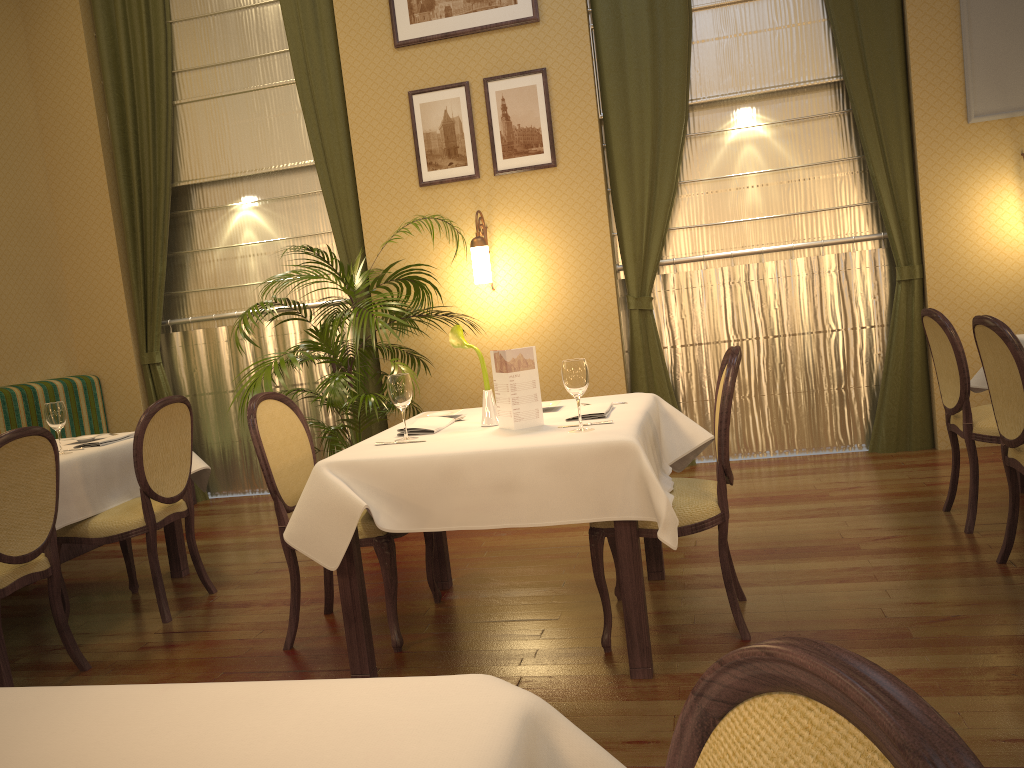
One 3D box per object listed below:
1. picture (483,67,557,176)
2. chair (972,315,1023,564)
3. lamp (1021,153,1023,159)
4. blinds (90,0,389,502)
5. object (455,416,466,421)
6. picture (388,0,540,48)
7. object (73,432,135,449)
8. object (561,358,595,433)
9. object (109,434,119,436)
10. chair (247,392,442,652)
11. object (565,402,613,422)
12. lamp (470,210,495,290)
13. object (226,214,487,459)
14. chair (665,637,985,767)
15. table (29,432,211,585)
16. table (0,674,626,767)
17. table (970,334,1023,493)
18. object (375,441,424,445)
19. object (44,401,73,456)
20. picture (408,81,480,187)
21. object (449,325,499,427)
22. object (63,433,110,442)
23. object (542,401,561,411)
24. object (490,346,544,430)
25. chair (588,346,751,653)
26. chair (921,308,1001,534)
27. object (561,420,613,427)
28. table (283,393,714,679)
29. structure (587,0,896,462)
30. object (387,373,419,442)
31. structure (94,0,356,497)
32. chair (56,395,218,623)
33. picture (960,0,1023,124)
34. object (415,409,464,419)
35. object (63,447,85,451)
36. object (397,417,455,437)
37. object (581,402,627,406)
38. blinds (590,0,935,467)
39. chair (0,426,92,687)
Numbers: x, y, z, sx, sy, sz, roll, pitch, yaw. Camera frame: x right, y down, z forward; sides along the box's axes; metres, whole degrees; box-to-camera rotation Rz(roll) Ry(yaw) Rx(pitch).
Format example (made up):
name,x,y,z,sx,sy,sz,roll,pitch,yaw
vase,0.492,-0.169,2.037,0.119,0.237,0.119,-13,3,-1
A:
name,x,y,z,sx,sy,sz,roll,pitch,yaw
picture,0.049,-1.673,5.673,0.412,0.619,0.022,-5,5,13
chair,1.965,0.205,3.096,0.571,0.955,0.530,-5,5,13
lamp,2.903,-1.146,4.966,0.114,0.513,0.323,-6,5,2
blinds,-1.953,-1.437,6.196,1.934,4.537,0.225,-6,5,12
object,-0.266,0.142,3.453,0.181,0.015,0.038,-5,5,14
picture,-0.358,-2.758,5.629,0.966,1.057,0.027,-5,5,13
object,-1.905,0.265,4.160,0.142,0.024,0.273,-5,5,13
object,0.209,0.036,2.822,0.088,0.229,0.088,-10,6,-29
object,-1.911,0.247,4.384,0.181,0.015,0.038,-5,5,14
chair,-0.646,0.479,3.419,0.571,0.955,0.530,-5,5,13
object,0.281,0.100,3.186,0.142,0.024,0.273,-5,5,13
lamp,-0.200,-0.849,5.664,0.114,0.513,0.323,-6,5,2
object,-0.907,-0.099,5.429,1.496,1.807,1.552,-7,5,-7
chair,-0.002,0.674,0.506,0.571,0.955,0.530,-7,5,-7
table,-2.300,0.733,3.800,1.385,0.759,2.152,-5,5,13
table,-0.512,0.817,0.647,1.389,0.759,1.395,-5,5,14
table,2.757,0.187,3.342,1.385,0.759,2.152,-5,5,13
object,-0.378,0.197,3.015,0.185,0.010,0.017,-5,5,14
object,-1.982,0.195,3.872,0.088,0.229,0.088,-10,6,-29
picture,-0.446,-1.626,5.784,0.412,0.619,0.022,-5,5,13
object,-0.132,-0.034,3.214,0.163,0.375,0.076,-3,6,34
object,-2.066,0.269,4.303,0.160,0.024,0.160,-5,5,13
object,0.105,0.094,3.459,0.160,0.024,0.160,-5,5,13
object,0.005,0.018,3.040,0.166,0.277,0.081,-5,6,19
chair,0.550,0.370,3.098,0.571,0.955,0.530,-5,5,13
chair,2.125,0.117,3.847,0.571,0.955,0.530,-5,5,13
object,0.241,0.133,2.934,0.185,0.010,0.017,-5,5,13
table,0.048,0.509,3.269,1.389,0.759,1.395,-5,5,14
structure,1.472,-1.763,5.538,1.900,4.511,0.134,-5,5,13
object,-0.382,0.081,3.088,0.088,0.229,0.088,-10,6,-29
structure,-1.929,-1.438,6.308,1.942,4.511,0.123,-5,5,13
chair,-1.703,0.551,3.977,0.571,0.955,0.530,-5,5,13
picture,2.847,-1.913,5.041,0.512,0.769,0.027,-5,5,13
object,-0.289,0.130,3.562,0.160,0.024,0.160,-5,5,13
object,-2.008,0.297,3.991,0.185,0.010,0.017,-5,5,13
object,-0.316,0.156,3.294,0.142,0.033,0.273,-5,5,13
object,0.352,0.075,3.394,0.181,0.015,0.038,-5,5,14
blinds,1.453,-1.762,5.420,1.878,4.537,0.129,-5,5,13
chair,-1.911,0.650,3.166,0.571,0.955,0.530,-5,5,13
